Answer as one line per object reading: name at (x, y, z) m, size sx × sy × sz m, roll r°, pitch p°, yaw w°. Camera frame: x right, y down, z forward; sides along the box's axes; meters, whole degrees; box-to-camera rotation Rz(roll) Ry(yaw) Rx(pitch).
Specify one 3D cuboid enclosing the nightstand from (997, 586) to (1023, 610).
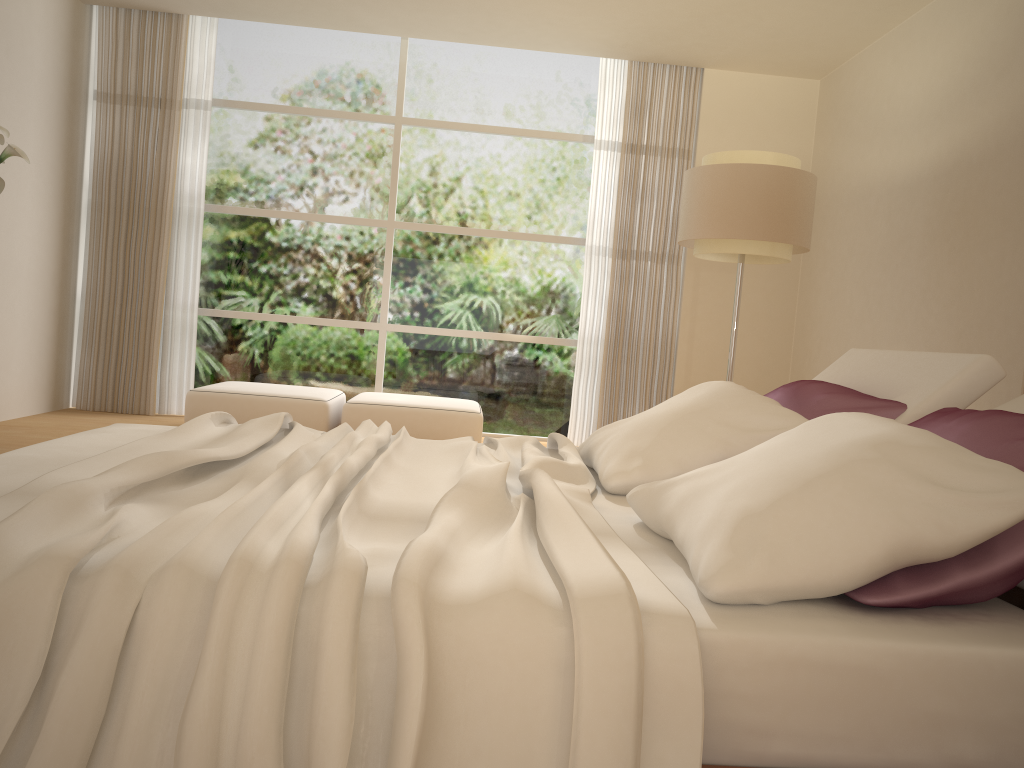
nightstand at (1.170, 0.572, 2.346) m, size 0.493 × 0.539 × 4.220 m, roll 5°, pitch 3°, yaw -4°

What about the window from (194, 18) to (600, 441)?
window at (-0.997, -1.311, 7.296) m, size 4.781 × 3.371 × 0.071 m, roll 5°, pitch 3°, yaw -4°

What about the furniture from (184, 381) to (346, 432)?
furniture at (-1.733, 0.198, 6.375) m, size 0.965 × 0.346 × 0.964 m, roll 5°, pitch 3°, yaw -4°

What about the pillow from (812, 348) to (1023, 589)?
pillow at (1.147, 0.143, 2.322) m, size 0.461 × 0.457 × 1.779 m, roll 5°, pitch 3°, yaw -4°

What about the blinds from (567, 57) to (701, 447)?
blinds at (0.989, -1.125, 7.110) m, size 0.814 × 3.351 × 0.202 m, roll 5°, pitch 3°, yaw -5°

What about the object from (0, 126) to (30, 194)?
object at (-2.730, -0.811, 4.368) m, size 0.608 × 1.085 × 0.515 m, roll 8°, pitch 4°, yaw 44°

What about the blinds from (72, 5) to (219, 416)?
blinds at (-2.877, -1.438, 6.924) m, size 0.950 × 3.352 × 0.211 m, roll 5°, pitch 3°, yaw -5°

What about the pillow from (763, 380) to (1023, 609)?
pillow at (0.815, 0.189, 2.296) m, size 0.575 × 0.369 × 1.683 m, roll 5°, pitch 3°, yaw -4°

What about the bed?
bed at (-0.236, 0.447, 2.205) m, size 2.535 × 0.570 × 2.599 m, roll 5°, pitch 3°, yaw -4°

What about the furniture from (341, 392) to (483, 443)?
furniture at (-0.703, 0.281, 6.438) m, size 0.965 × 0.346 × 0.964 m, roll 5°, pitch 3°, yaw -4°

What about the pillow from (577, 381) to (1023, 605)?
pillow at (0.545, 0.182, 2.274) m, size 0.561 × 0.339 × 1.720 m, roll 5°, pitch 3°, yaw -4°

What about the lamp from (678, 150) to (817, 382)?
lamp at (1.342, -0.326, 5.340) m, size 0.817 × 2.018 × 0.817 m, roll 7°, pitch 4°, yaw 39°
